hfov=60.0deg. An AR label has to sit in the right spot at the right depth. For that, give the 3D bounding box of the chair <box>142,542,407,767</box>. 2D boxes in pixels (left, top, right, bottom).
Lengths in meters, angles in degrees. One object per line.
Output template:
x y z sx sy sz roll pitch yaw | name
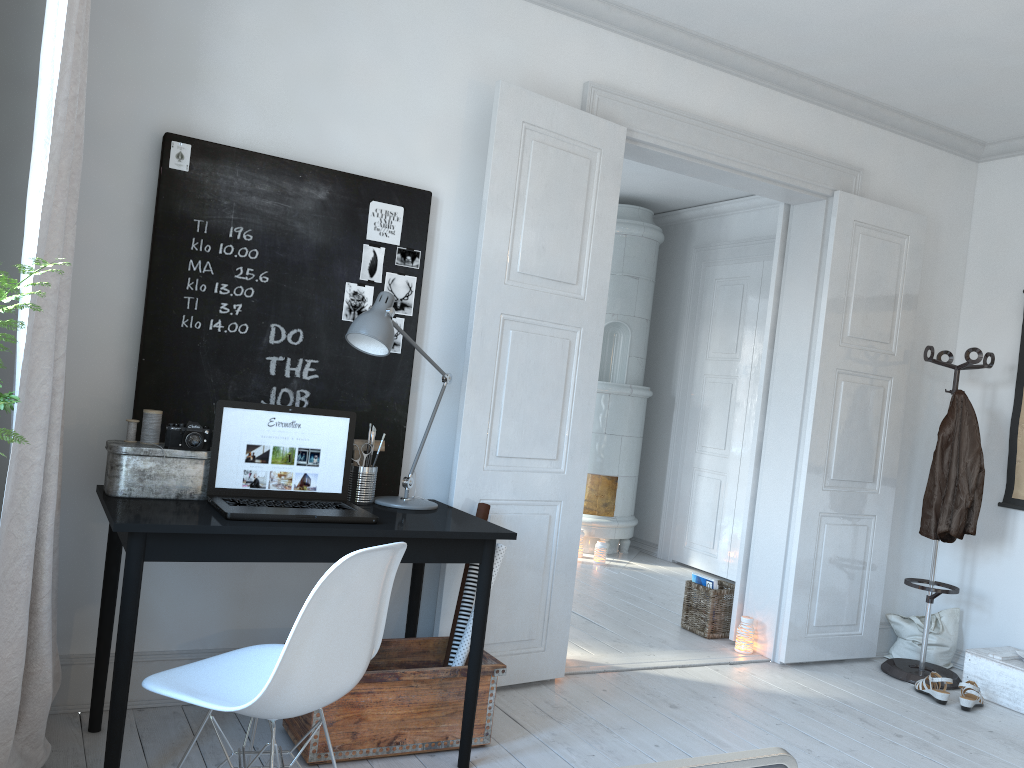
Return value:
-0.569 0.743 2.116 0.553 0.824 0.475 7 0 26 | chair

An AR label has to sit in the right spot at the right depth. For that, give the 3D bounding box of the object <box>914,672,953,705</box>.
1.967 1.398 4.152 0.099 0.126 0.272 6 0 4 | object

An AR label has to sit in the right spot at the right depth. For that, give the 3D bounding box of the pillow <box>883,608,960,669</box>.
2.198 1.331 4.728 0.317 0.314 0.272 6 0 -28 | pillow

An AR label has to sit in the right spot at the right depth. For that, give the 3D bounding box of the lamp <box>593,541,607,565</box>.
0.651 1.242 6.526 0.089 0.166 0.089 6 0 -30 | lamp

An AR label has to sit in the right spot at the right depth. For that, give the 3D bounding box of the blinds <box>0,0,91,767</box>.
-1.191 -0.244 2.363 0.225 2.648 0.830 6 1 -29 | blinds

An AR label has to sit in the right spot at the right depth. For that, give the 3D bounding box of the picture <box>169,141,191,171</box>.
-1.087 -0.746 2.905 0.061 0.088 0.004 6 1 -32 | picture

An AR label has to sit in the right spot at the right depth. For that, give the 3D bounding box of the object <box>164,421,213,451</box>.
-0.972 0.156 2.675 0.137 0.087 0.073 7 0 -29 | object

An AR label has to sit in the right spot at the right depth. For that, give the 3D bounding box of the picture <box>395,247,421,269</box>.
-0.387 -0.472 3.305 0.095 0.071 0.001 6 1 -29 | picture

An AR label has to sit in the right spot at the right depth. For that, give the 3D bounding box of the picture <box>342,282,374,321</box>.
-0.559 -0.293 3.223 0.107 0.150 0.001 6 1 -29 | picture

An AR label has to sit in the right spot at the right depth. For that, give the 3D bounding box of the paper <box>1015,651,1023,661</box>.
2.509 1.302 4.158 0.221 0.031 0.175 6 0 4 | paper

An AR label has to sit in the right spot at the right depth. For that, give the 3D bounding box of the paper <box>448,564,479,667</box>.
-0.176 0.858 3.168 0.043 0.669 0.266 7 1 17 | paper

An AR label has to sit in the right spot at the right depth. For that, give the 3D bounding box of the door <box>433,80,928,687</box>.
0.826 0.073 4.195 2.601 2.506 0.577 6 1 -29 | door

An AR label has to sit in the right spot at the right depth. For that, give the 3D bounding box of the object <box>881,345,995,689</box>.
2.151 0.649 4.454 0.375 1.659 0.374 6 1 -21 | object

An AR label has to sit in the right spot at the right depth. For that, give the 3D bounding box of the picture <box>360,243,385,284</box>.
-0.510 -0.440 3.240 0.084 0.146 0.002 6 1 -29 | picture

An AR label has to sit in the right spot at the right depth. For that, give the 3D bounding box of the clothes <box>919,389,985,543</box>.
2.196 0.411 4.382 0.237 0.770 0.211 7 1 5 | clothes

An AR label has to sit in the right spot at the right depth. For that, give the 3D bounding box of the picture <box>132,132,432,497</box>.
-0.791 -0.193 3.140 0.953 1.172 0.063 6 1 -29 | picture

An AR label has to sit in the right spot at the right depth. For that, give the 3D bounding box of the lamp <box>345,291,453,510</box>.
-0.384 0.065 3.034 0.230 0.716 0.617 7 0 32 | lamp

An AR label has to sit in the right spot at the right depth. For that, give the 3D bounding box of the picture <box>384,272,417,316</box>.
-0.418 -0.337 3.296 0.121 0.153 0.002 6 1 -29 | picture

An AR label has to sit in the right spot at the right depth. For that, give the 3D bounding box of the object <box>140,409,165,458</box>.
-1.087 0.149 2.689 0.056 0.130 0.167 6 0 -30 | object

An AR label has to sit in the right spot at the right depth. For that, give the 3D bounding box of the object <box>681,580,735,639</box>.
1.116 1.236 4.880 0.270 0.265 0.223 6 0 -29 | object

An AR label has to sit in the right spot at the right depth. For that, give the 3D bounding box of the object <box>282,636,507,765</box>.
-0.402 1.041 2.957 0.665 0.282 0.339 7 0 -29 | object

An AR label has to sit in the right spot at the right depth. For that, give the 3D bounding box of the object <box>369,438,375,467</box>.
-0.496 0.297 3.072 0.009 0.222 0.082 6 1 1 | object

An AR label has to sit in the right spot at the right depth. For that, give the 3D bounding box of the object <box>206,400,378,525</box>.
-0.648 0.233 2.667 0.446 0.315 0.325 7 0 -29 | object

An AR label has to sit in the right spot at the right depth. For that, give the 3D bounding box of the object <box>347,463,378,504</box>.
-0.524 0.343 3.054 0.108 0.128 0.108 6 0 -14 | object

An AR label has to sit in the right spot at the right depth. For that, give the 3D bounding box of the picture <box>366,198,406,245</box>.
-0.462 -0.596 3.254 0.148 0.154 0.004 6 1 -29 | picture

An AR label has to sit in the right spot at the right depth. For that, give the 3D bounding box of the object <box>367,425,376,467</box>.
-0.501 0.275 3.079 0.012 0.264 0.062 7 1 14 | object

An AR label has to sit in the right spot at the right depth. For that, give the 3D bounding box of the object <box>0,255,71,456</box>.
-0.813 0.084 1.130 0.414 0.565 0.305 7 0 5 | object

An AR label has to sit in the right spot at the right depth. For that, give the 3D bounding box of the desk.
-0.687 0.768 2.782 1.160 0.759 0.650 7 0 -29 | desk

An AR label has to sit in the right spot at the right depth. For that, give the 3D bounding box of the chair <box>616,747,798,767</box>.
0.015 0.817 1.242 0.562 0.797 0.524 6 0 -29 | chair

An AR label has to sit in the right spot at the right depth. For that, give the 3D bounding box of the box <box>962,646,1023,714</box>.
2.486 1.408 4.096 0.376 0.218 0.641 7 0 -29 | box

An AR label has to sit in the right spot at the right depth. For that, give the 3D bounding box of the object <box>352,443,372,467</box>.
-0.534 0.302 3.058 0.081 0.198 0.050 6 1 -4 | object

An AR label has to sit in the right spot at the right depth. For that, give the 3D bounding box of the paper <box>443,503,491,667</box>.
-0.181 0.815 3.242 0.048 0.747 0.297 7 1 17 | paper

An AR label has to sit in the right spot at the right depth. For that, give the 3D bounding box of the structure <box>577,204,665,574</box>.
0.687 -0.004 6.930 0.800 2.828 1.248 7 1 16 | structure

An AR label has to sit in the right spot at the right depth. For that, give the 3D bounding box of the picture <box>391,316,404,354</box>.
-0.454 -0.187 3.288 0.103 0.136 0.001 6 1 -29 | picture

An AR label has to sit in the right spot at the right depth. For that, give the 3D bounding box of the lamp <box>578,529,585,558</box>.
0.499 1.204 6.722 0.098 0.210 0.098 6 1 -24 | lamp

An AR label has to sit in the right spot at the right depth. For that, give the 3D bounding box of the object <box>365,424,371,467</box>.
-0.504 0.271 3.077 0.008 0.267 0.060 6 1 -12 | object

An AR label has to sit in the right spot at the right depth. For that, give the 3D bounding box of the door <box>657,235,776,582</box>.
1.814 0.200 6.456 0.306 2.506 1.597 6 0 -29 | door

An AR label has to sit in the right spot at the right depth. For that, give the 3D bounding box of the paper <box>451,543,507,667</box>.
-0.149 0.878 3.116 0.041 0.627 0.283 7 1 40 | paper

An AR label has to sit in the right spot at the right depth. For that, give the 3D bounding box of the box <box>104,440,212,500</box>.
-1.081 0.265 2.728 0.317 0.152 0.192 7 0 -29 | box

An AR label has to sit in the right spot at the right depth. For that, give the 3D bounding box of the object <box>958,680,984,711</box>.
2.113 1.414 4.072 0.099 0.126 0.272 7 0 34 | object

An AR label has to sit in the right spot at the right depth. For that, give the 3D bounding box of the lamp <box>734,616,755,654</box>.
1.186 1.275 4.506 0.092 0.180 0.093 7 1 44 | lamp

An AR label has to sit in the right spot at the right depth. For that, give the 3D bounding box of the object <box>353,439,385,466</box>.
-0.505 0.302 3.123 0.034 0.209 0.138 7 1 41 | object

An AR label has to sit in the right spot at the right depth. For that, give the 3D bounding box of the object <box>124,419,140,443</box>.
-1.167 0.144 2.720 0.040 0.069 0.040 6 1 -41 | object

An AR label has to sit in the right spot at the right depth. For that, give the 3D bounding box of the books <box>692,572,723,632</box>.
1.108 1.202 4.874 0.201 0.300 0.179 6 0 -29 | books

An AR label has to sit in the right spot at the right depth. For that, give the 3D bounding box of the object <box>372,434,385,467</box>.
-0.482 0.290 3.073 0.009 0.240 0.084 7 1 38 | object

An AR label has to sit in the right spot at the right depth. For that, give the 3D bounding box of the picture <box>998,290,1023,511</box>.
2.803 0.005 4.269 0.057 1.313 0.792 6 0 -29 | picture

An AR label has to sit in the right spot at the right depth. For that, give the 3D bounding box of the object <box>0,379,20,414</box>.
-1.170 0.127 1.759 0.271 0.407 0.310 7 0 21 | object
